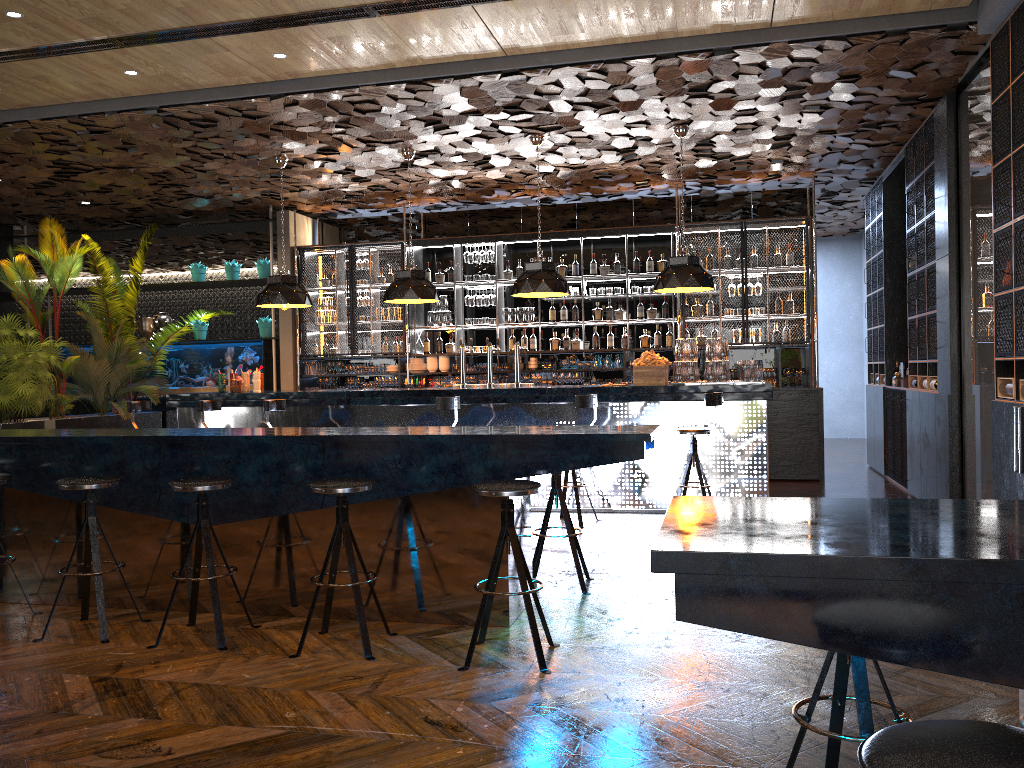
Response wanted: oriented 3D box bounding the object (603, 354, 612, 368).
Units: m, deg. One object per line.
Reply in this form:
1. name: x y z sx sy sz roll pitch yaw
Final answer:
1. object: 1.193 -0.282 11.076 0.115 0.172 0.101 -1 1 -2

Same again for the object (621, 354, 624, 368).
1. object: 1.358 -0.286 11.165 0.115 0.172 0.101 -1 1 -2

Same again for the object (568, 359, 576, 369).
1. object: 0.765 -0.252 11.245 0.108 0.126 0.108 -2 1 -42

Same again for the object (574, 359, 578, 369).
1. object: 0.794 -0.254 11.357 0.108 0.126 0.108 -1 1 8

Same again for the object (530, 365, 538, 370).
1. object: 0.287 -0.215 11.403 0.106 0.067 0.094 -1 1 2

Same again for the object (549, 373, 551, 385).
1. object: 0.485 -0.030 11.365 0.049 0.231 0.049 -1 1 18

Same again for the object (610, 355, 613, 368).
1. object: 1.219 -0.284 11.202 0.101 0.172 0.115 0 1 43

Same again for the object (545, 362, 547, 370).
1. object: 0.424 -0.232 11.359 0.067 0.099 0.058 -1 1 -17

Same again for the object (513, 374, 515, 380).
1. object: 0.069 -0.020 11.424 0.108 0.227 0.108 -1 1 5

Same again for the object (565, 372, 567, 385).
1. object: 0.705 -0.035 11.504 0.091 0.229 0.091 -2 1 -24

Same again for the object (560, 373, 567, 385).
1. object: 0.655 -0.031 11.283 0.091 0.229 0.091 -2 1 -29

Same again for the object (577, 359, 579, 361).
1. object: 0.821 -0.256 11.477 0.108 0.126 0.108 -1 1 -15

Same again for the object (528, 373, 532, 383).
1. object: 0.212 -0.024 11.512 0.108 0.227 0.108 -2 1 -22

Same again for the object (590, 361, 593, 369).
1. object: 0.975 -0.242 11.274 0.098 0.097 0.098 -1 1 38

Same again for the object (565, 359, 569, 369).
1. object: 0.686 -0.252 11.388 0.100 0.125 0.100 -2 1 -29

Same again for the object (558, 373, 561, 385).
1. object: 0.623 -0.032 11.407 0.091 0.229 0.091 -1 1 34

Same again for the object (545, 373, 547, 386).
1. object: 0.433 -0.030 11.443 0.049 0.231 0.049 -2 1 -40

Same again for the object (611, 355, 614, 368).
1. object: 1.244 -0.286 11.319 0.101 0.172 0.115 -1 1 18

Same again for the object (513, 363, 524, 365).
1. object: 0.078 -0.252 11.468 0.149 0.026 0.148 -1 1 20

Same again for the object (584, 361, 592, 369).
1. object: 0.953 -0.240 11.168 0.098 0.097 0.098 -2 1 -42

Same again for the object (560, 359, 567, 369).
1. object: 0.656 -0.249 11.269 0.100 0.125 0.100 -2 1 -37

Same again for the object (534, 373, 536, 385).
1. object: 0.296 -0.028 11.441 0.058 0.234 0.058 -1 1 36

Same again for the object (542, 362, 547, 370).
1. object: 0.410 -0.231 11.292 0.067 0.099 0.058 -2 1 -31

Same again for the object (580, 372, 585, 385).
1. object: 0.897 -0.039 11.460 0.091 0.229 0.091 -1 1 11

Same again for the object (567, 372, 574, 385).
1. object: 0.743 -0.033 11.260 0.091 0.229 0.091 -1 1 41

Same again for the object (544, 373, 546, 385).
1. object: 0.412 -0.029 11.385 0.049 0.231 0.049 -1 1 22

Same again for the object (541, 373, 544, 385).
1. object: 0.395 -0.027 11.320 0.049 0.231 0.049 -1 1 25

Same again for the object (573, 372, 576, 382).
1. object: 0.808 -0.035 11.360 0.091 0.229 0.091 -1 1 7

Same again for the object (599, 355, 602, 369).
1. object: 1.080 -0.281 11.237 0.115 0.172 0.101 -1 1 23

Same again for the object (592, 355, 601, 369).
1. object: 1.056 -0.279 11.119 0.115 0.172 0.101 0 1 43

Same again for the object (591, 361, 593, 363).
1. object: 1.005 -0.244 11.372 0.098 0.097 0.098 -1 1 0

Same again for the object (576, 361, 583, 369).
1. object: 0.854 -0.238 11.198 0.098 0.097 0.098 -1 1 -7

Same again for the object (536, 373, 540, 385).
1. object: 0.331 -0.028 11.355 0.058 0.234 0.058 -1 1 17

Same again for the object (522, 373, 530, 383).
1. object: 0.181 -0.022 11.398 0.108 0.227 0.108 -1 1 -16

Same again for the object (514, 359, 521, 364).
1. object: 0.080 -0.284 11.466 0.107 0.070 0.094 0 1 44

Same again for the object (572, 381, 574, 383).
1. object: 0.799 -0.037 11.480 0.091 0.229 0.091 -1 1 -18

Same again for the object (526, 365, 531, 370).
1. object: 0.254 -0.216 11.507 0.106 0.067 0.094 -2 1 -24

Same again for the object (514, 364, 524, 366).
1. object: 0.079 -0.241 11.468 0.149 0.025 0.149 -2 1 -24

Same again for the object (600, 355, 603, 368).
1. object: 1.115 -0.284 11.355 0.115 0.172 0.101 -1 1 -2

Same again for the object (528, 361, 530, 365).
1. object: 0.259 -0.261 11.502 0.094 0.069 0.105 -1 1 -9

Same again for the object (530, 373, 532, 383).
1. object: 0.240 -0.026 11.631 0.108 0.227 0.108 -2 1 -40

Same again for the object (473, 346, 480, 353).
1. object: -0.464 -0.452 11.649 0.089 0.092 0.089 -2 1 -23

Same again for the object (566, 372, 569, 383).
1. object: 0.716 -0.034 11.384 0.091 0.229 0.091 -2 1 -44

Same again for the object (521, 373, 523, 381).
1. object: 0.101 -0.022 11.539 0.108 0.227 0.108 -1 1 -7

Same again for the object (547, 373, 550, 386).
1. object: 0.468 -0.029 11.303 0.049 0.231 0.049 -1 1 9

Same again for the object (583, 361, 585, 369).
1. object: 0.918 -0.244 11.473 0.098 0.097 0.098 -1 1 5

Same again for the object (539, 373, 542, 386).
1. object: 0.363 -0.030 11.445 0.058 0.234 0.058 -2 1 -43

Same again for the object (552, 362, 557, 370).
1. object: 0.541 -0.235 11.408 0.058 0.099 0.067 -1 1 26

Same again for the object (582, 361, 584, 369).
1. object: 0.879 -0.240 11.296 0.098 0.097 0.098 -2 1 -39

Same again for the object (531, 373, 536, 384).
1. object: 0.273 -0.027 11.359 0.058 0.234 0.058 -2 1 -34

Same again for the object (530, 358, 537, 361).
1. object: 0.278 -0.305 11.396 0.094 0.068 0.106 -1 1 13

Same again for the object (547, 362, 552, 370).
1. object: 0.478 -0.233 11.316 0.058 0.099 0.067 -2 1 -41

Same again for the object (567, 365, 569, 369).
1. object: 0.711 -0.254 11.503 0.100 0.125 0.100 -1 1 27

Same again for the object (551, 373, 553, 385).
1. object: 0.506 -0.031 11.428 0.049 0.231 0.049 -1 1 22

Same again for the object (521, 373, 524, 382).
1. object: 0.131 -0.024 11.658 0.108 0.227 0.108 0 1 45

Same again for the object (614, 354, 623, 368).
1. object: 1.324 -0.284 11.053 0.101 0.172 0.115 0 1 43

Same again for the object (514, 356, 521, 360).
1. object: 0.069 -0.328 11.467 0.094 0.069 0.106 -1 1 20

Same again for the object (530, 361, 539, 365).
1. object: 0.284 -0.260 11.407 0.106 0.069 0.094 -2 1 -35
